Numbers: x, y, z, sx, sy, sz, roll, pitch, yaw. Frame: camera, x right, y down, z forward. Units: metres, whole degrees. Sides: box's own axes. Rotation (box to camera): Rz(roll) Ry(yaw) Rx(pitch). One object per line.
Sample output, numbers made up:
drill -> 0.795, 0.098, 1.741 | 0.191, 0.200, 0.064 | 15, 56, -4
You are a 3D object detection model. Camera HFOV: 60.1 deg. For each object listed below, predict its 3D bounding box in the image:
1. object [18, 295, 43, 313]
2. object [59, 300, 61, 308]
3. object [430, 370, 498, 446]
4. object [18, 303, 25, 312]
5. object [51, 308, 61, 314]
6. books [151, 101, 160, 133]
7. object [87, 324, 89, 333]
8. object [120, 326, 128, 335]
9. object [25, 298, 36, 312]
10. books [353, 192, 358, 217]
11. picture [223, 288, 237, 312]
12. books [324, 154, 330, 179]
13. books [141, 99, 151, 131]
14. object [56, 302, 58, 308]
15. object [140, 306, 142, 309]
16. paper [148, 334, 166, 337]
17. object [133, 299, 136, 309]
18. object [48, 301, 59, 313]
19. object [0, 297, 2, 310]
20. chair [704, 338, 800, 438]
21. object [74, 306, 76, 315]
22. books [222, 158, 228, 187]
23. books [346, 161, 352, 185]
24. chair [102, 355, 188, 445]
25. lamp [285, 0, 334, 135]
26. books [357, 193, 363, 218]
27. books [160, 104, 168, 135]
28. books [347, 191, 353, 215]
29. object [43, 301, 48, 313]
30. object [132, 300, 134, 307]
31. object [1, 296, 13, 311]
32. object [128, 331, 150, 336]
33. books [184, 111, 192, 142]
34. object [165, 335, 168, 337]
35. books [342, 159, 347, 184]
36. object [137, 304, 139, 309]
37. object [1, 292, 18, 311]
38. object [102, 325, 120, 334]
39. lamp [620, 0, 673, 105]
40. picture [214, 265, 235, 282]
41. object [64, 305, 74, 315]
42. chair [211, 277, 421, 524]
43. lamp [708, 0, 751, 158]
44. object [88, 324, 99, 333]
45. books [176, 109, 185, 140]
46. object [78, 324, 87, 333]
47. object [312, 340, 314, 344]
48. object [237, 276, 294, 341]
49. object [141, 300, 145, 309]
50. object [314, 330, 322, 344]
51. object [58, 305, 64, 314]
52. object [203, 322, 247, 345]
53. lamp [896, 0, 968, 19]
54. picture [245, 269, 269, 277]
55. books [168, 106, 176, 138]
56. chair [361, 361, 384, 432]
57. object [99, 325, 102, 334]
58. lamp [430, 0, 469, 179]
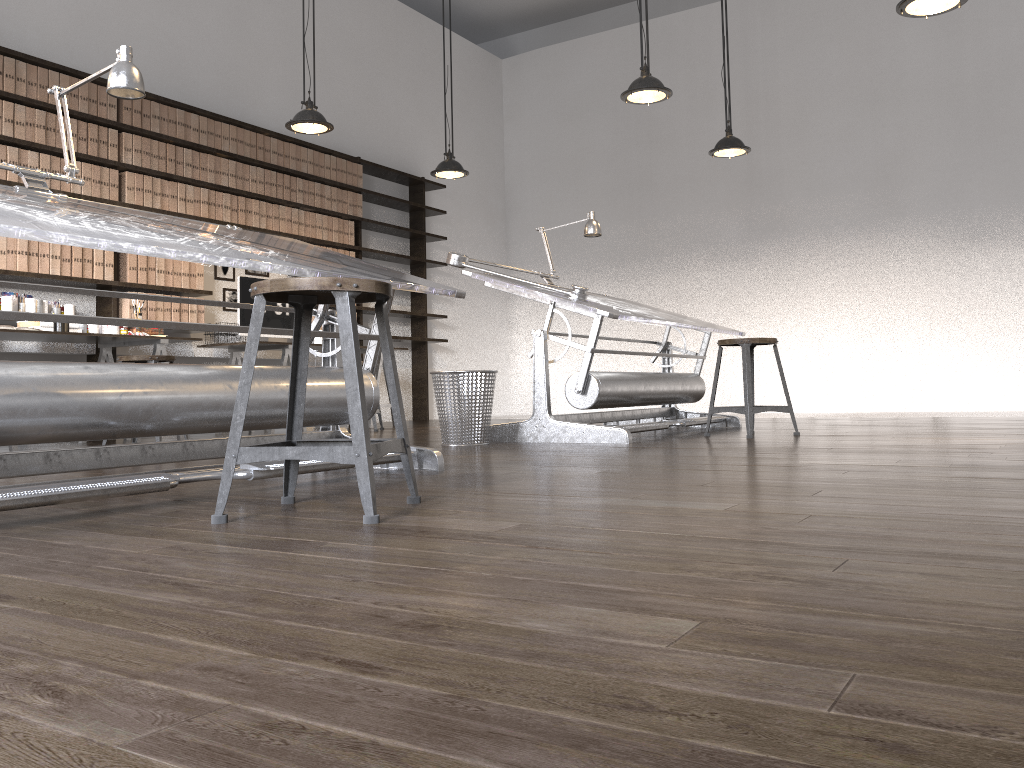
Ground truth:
object -> -3.053, -0.484, 5.594 | 0.205, 0.162, 0.094 | -2, -3, 33
object -> -2.923, -0.481, 5.712 | 0.036, 0.119, 0.005 | -3, -4, 28
object -> -0.242, 0.124, 4.539 | 0.353, 0.379, 0.352 | 0, -3, -36
object -> -3.066, -0.455, 5.543 | 0.054, 0.102, 0.054 | 1, -4, -41
object -> -2.939, -0.449, 5.709 | 0.054, 0.081, 0.053 | -2, -3, 22
books -> -2.611, -1.897, 6.356 | 0.174, 0.226, 0.066 | -3, -4, 32
object -> -2.723, -0.334, 5.685 | 0.044, 0.101, 0.045 | -3, -4, 32
object -> -2.532, -0.342, 5.775 | 0.049, 0.112, 0.049 | -3, -4, 35
object -> -2.991, -0.470, 5.501 | 0.062, 0.119, 0.061 | -1, -3, 0
books -> -1.500, -1.628, 8.109 | 0.174, 0.226, 0.066 | -3, -4, 32
picture -> -2.235, -0.674, 7.153 | 0.023, 0.184, 0.251 | -3, -2, 32
books -> -1.691, -1.904, 7.827 | 0.174, 0.226, 0.066 | -3, -4, 32
books -> -2.653, -1.896, 6.299 | 0.174, 0.226, 0.066 | -3, -4, 32
object -> -2.931, -0.472, 5.693 | 0.035, 0.105, 0.004 | -3, -4, 30
object -> -2.491, -0.449, 5.925 | 0.033, 0.148, 0.005 | 0, -4, -14
paper -> -2.343, -0.311, 5.831 | 0.155, 0.038, 0.137 | -1, -1, -43
object -> -2.505, -0.480, 5.904 | 0.007, 0.215, 0.055 | -4, -4, 39
object -> -3.004, -0.470, 5.768 | 0.095, 0.130, 0.094 | -2, -3, 19
object -> -3.118, -0.469, 5.409 | 0.044, 0.128, 0.045 | -3, -4, 32
chair -> 1.276, 0.024, 4.768 | 0.371, 0.529, 0.357 | 0, -3, -30
object -> -2.876, -0.460, 5.767 | 0.063, 0.095, 0.062 | 0, -3, -26
books -> -2.280, -1.622, 6.860 | 0.174, 0.226, 0.066 | -3, -4, 32
books -> -1.543, -1.905, 8.068 | 0.174, 0.226, 0.066 | -3, -4, 32
chair -> -2.105, 0.105, 5.101 | 0.358, 0.529, 0.371 | -2, -3, 5
lamp -> -1.349, -2.800, 5.863 | 0.310, 2.260, 0.312 | 1, -4, -33
books -> -1.465, -1.628, 8.161 | 0.174, 0.226, 0.066 | -3, -4, 32
books -> -2.577, -1.897, 6.419 | 0.174, 0.226, 0.066 | -3, -4, 32
books -> -1.531, -1.628, 8.050 | 0.174, 0.226, 0.067 | -3, -4, 32
object -> -2.987, -0.469, 5.638 | 0.062, 0.119, 0.061 | -1, -3, 0
object -> -2.512, -0.469, 5.917 | 0.053, 0.183, 0.006 | 0, -4, -15
object -> -3.065, -0.470, 5.376 | 0.062, 0.119, 0.061 | -1, -3, -8
object -> -2.395, -0.314, 5.709 | 0.132, 0.051, 0.196 | -1, -1, 3
books -> -2.467, -1.898, 6.592 | 0.174, 0.226, 0.066 | -3, -4, 32
object -> -2.337, -0.310, 5.959 | 0.049, 0.037, 0.049 | -2, -2, 35
books -> -1.582, -1.905, 8.004 | 0.174, 0.226, 0.066 | -3, -4, 32
object -> -2.493, -0.455, 5.906 | 0.008, 0.154, 0.037 | -1, -3, -9
object -> -3.111, -0.484, 5.479 | 0.094, 0.162, 0.094 | -3, -3, 28
object -> -2.600, -0.355, 5.740 | 0.104, 0.142, 0.105 | -3, -3, 40
lamp -> 0.783, -2.854, 5.395 | 0.310, 2.260, 0.312 | 1, -4, -33
picture -> -2.300, -0.967, 7.080 | 0.022, 0.285, 0.201 | -3, -3, 31
object -> -2.852, -0.462, 5.705 | 0.062, 0.096, 0.061 | 0, -3, -26
chair -> -0.432, 0.037, 2.027 | 0.371, 0.529, 0.357 | -2, -3, 10
lamp -> 1.607, -2.860, 6.711 | 0.312, 2.260, 0.310 | -2, -4, 12
object -> -2.670, -0.335, 5.653 | 0.062, 0.095, 0.061 | -1, -3, -8
books -> -2.499, -1.898, 6.533 | 0.174, 0.226, 0.067 | -3, -4, 32
object -> -2.736, -0.334, 5.629 | 0.062, 0.094, 0.063 | -1, -3, -17
object -> -1.642, -0.361, 7.317 | 0.096, 0.143, 0.095 | 1, -3, -41
object -> -1.896, -0.547, 6.892 | 0.204, 0.519, 0.642 | -3, -2, 32
object -> -2.493, -0.468, 5.918 | 0.071, 0.187, 0.008 | 0, -4, -16
object -> -1.568, -0.364, 7.239 | 0.094, 0.145, 0.094 | 0, -3, -32
object -> -2.934, -0.459, 5.772 | 0.045, 0.103, 0.044 | -3, -3, 23
object -> -2.133, -0.368, 6.609 | 0.203, 0.161, 0.283 | -2, -1, 24
lamp -> 1.931, -2.885, 4.191 | 0.310, 2.273, 0.312 | 1, -4, -33
picture -> -2.122, -0.990, 7.364 | 0.023, 0.184, 0.251 | -3, -2, 32
books -> -2.540, -1.897, 6.479 | 0.174, 0.226, 0.066 | -3, -4, 32
chair -> -1.166, 0.098, 6.649 | 0.371, 0.529, 0.357 | -1, -3, 0
object -> -2.716, -0.346, 5.755 | 0.094, 0.128, 0.094 | -3, -3, 28
lamp -> -0.525, -2.807, 7.179 | 0.310, 2.260, 0.312 | 1, -4, -33
